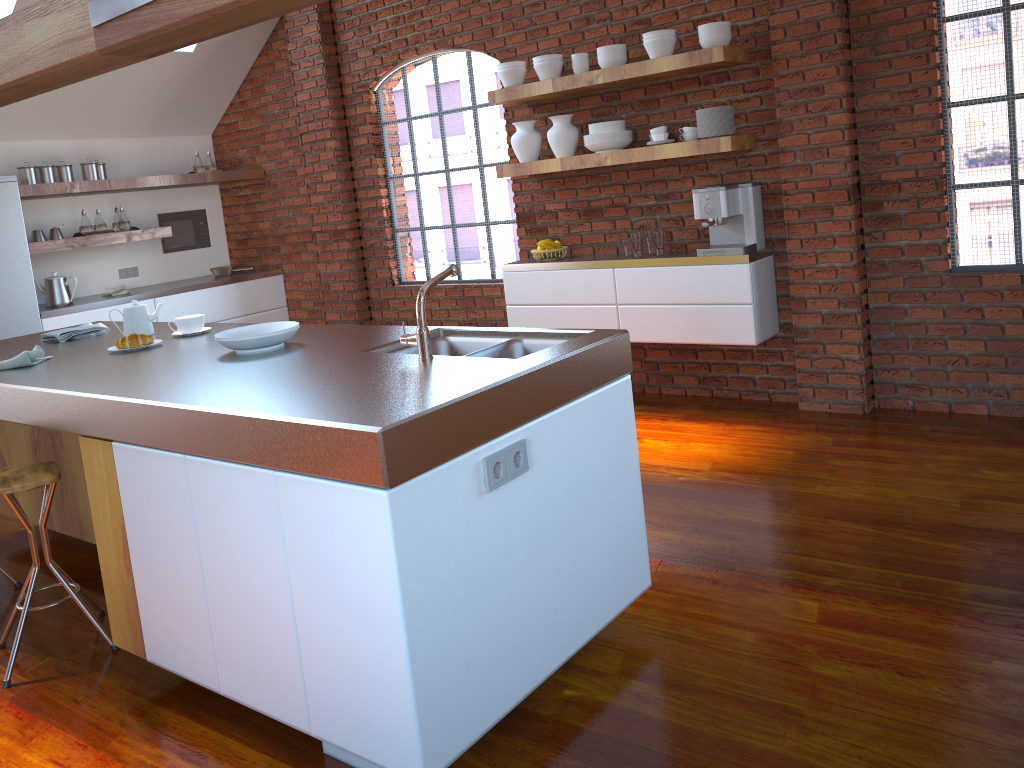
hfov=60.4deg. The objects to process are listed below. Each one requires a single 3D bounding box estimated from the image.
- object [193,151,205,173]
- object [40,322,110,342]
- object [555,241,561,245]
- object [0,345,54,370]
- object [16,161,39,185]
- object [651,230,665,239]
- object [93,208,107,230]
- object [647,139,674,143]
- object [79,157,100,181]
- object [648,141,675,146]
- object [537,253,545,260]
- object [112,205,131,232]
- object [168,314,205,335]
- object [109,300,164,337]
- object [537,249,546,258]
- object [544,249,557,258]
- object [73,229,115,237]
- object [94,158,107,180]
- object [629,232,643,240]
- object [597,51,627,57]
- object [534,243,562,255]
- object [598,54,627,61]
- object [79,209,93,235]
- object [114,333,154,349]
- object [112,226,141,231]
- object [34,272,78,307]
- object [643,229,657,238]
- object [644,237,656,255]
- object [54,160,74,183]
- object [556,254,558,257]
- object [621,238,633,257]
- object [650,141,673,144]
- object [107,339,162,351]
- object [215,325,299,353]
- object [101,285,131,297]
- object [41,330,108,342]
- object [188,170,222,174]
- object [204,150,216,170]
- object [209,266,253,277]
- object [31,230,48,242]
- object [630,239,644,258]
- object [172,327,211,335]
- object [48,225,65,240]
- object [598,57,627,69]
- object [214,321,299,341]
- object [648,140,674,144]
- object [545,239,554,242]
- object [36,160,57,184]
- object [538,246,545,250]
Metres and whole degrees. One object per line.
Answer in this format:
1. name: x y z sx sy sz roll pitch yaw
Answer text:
1. object: -2.545 -1.795 7.132 0.094 0.188 0.093 -12 9 -39
2. object: -1.949 -0.232 3.927 0.165 0.049 0.236 3 16 37
3. object: 0.282 -0.871 5.478 0.047 0.045 0.055 -8 10 -10
4. object: -1.839 -0.099 3.254 0.195 0.060 0.208 -6 12 1
5. object: -3.339 -1.451 6.068 0.128 0.175 0.129 -1 10 33
6. object: 0.824 -0.806 4.932 0.078 0.102 0.078 -13 11 -39
7. object: -3.040 -1.203 6.481 0.094 0.190 0.094 -8 7 -8
8. object: 0.817 -1.329 4.830 0.154 0.012 0.157 -7 13 -1
9. object: -3.051 -1.551 6.361 0.128 0.175 0.129 -1 10 33
10. object: 0.818 -1.316 4.832 0.154 0.012 0.157 -7 13 -1
11. object: 0.180 -0.792 5.443 0.046 0.045 0.056 -10 11 -18
12. object: -2.956 -1.249 6.639 0.095 0.190 0.203 -13 12 -42
13. object: -1.313 -0.240 3.589 0.124 0.068 0.118 -2 12 23
14. object: -1.569 -0.277 3.694 0.118 0.153 0.200 2 13 44
15. object: 0.190 -0.822 5.499 0.074 0.075 0.074 -4 10 13
16. object: 0.238 -0.814 5.441 0.078 0.064 0.077 -10 10 -18
17. object: -3.062 -1.109 6.445 0.195 0.032 0.228 3 16 36
18. object: -3.085 -1.591 6.553 0.128 0.175 0.129 -1 10 33
19. object: 0.709 -0.807 4.993 0.078 0.102 0.078 -10 9 -21
20. object: 0.568 -1.836 4.977 0.165 0.060 0.169 1 14 32
21. object: 0.233 -0.827 5.401 0.177 0.093 0.065 -9 9 -15
22. object: 0.570 -1.823 4.978 0.165 0.060 0.169 1 14 32
23. object: -3.102 -1.177 6.393 0.094 0.188 0.093 -12 9 -39
24. object: -1.442 -0.167 3.359 0.139 0.050 0.062 -14 13 -32
25. object: -2.946 -1.168 6.647 0.198 0.032 0.224 -18 17 -41
26. object: -3.212 -0.668 6.195 0.304 0.235 0.182 -10 9 -20
27. object: 0.800 -0.835 5.070 0.078 0.102 0.078 -10 9 -21
28. object: 0.805 -0.798 5.074 0.078 0.102 0.078 -10 9 -21
29. object: -3.212 -1.521 6.310 0.128 0.175 0.129 -1 10 33
30. object: 0.261 -0.827 5.505 0.071 0.068 0.068 -15 13 -42
31. object: 0.677 -0.792 5.120 0.077 0.102 0.079 -5 9 8
32. object: 0.818 -1.320 4.831 0.154 0.012 0.157 -7 13 -1
33. object: -1.434 -0.143 3.351 0.196 0.013 0.196 -14 15 -30
34. object: -0.869 -0.151 3.020 0.281 0.054 0.288 -4 13 10
35. object: -2.961 -0.696 6.565 0.206 0.060 0.197 -13 14 -29
36. object: -1.966 -0.222 3.960 0.231 0.026 0.168 -6 13 3
37. object: -2.505 -1.727 7.184 0.195 0.032 0.228 3 16 36
38. object: -2.483 -1.821 7.219 0.094 0.190 0.094 -8 7 -8
39. object: -2.342 -0.938 7.304 0.347 0.073 0.198 -2 13 19
40. object: -3.295 -1.031 6.117 0.107 0.080 0.107 -11 11 -22
41. object: 0.714 -0.770 4.997 0.078 0.102 0.078 -10 9 -21
42. object: -1.306 -0.211 3.590 0.155 0.012 0.155 -12 14 -23
43. object: -3.224 -1.069 6.209 0.106 0.098 0.107 -8 10 -9
44. object: 0.571 -1.807 4.980 0.165 0.060 0.169 1 14 32
45. object: -0.870 -0.161 3.019 0.281 0.054 0.288 -4 13 10
46. object: 0.817 -1.325 4.831 0.154 0.012 0.157 -7 13 -1
47. object: 0.228 -0.873 5.483 0.070 0.060 0.068 -13 12 -34
48. object: -3.277 -1.485 6.187 0.128 0.175 0.129 -1 10 33
49. object: 0.180 -0.842 5.449 0.044 0.052 0.052 -2 10 27
